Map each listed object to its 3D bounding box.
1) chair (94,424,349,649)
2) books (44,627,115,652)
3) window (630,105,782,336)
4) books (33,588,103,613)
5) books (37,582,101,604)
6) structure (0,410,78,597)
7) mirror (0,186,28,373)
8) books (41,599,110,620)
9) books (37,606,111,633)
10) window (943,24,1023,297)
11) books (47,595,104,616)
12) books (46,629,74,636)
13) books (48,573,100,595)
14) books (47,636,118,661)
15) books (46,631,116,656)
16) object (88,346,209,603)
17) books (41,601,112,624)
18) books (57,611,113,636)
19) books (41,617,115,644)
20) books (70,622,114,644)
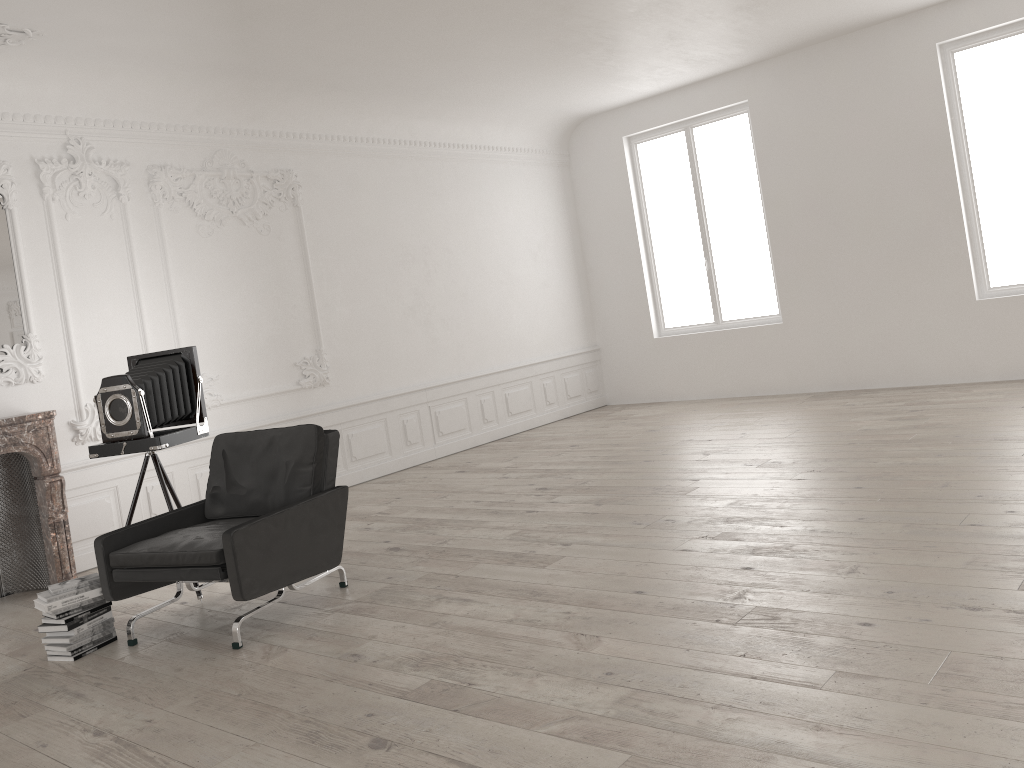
[{"bbox_3d":[-1.537,0.788,4.907,0.969,0.962,1.094,-8,3,26],"label":"chair"},{"bbox_3d":[-2.290,1.348,4.687,0.198,0.025,0.282,-6,5,31],"label":"books"},{"bbox_3d":[2.360,-1.955,10.898,1.715,2.579,0.071,-8,1,41],"label":"window"},{"bbox_3d":[-2.331,1.124,4.673,0.312,0.041,0.198,-13,6,-43],"label":"books"},{"bbox_3d":[-2.334,1.090,4.684,0.292,0.026,0.204,-13,6,-41],"label":"books"},{"bbox_3d":[-3.793,0.937,5.779,0.656,1.246,1.556,-8,2,41],"label":"structure"},{"bbox_3d":[-4.094,-0.707,6.001,0.009,1.570,1.445,-9,1,41],"label":"mirror"},{"bbox_3d":[-2.312,1.180,4.688,0.198,0.025,0.276,-5,6,42],"label":"books"},{"bbox_3d":[-2.311,1.239,4.678,0.198,0.035,0.302,-7,5,18],"label":"books"},{"bbox_3d":[5.223,-2.210,8.427,1.715,2.579,0.071,-8,1,41],"label":"window"},{"bbox_3d":[-2.320,1.155,4.687,0.282,0.025,0.198,-13,6,-43],"label":"books"},{"bbox_3d":[-2.300,1.272,4.700,0.193,0.030,0.254,-7,5,20],"label":"books"},{"bbox_3d":[-2.322,1.062,4.702,0.244,0.022,0.171,-12,5,-35],"label":"books"},{"bbox_3d":[-2.273,1.399,4.682,0.198,0.025,0.279,-7,5,24],"label":"books"},{"bbox_3d":[-2.282,1.373,4.688,0.198,0.025,0.276,-7,5,27],"label":"books"},{"bbox_3d":[-2.205,0.557,5.588,0.709,1.521,0.657,-9,1,16],"label":"object"},{"bbox_3d":[-2.304,1.206,4.682,0.198,0.025,0.279,-7,5,29],"label":"books"},{"bbox_3d":[-2.300,1.272,4.700,0.198,0.035,0.260,-7,5,20],"label":"books"},{"bbox_3d":[-2.298,1.305,4.685,0.204,0.026,0.291,-7,5,23],"label":"books"},{"bbox_3d":[-2.280,1.321,4.703,0.171,0.022,0.244,-7,5,29],"label":"books"}]
